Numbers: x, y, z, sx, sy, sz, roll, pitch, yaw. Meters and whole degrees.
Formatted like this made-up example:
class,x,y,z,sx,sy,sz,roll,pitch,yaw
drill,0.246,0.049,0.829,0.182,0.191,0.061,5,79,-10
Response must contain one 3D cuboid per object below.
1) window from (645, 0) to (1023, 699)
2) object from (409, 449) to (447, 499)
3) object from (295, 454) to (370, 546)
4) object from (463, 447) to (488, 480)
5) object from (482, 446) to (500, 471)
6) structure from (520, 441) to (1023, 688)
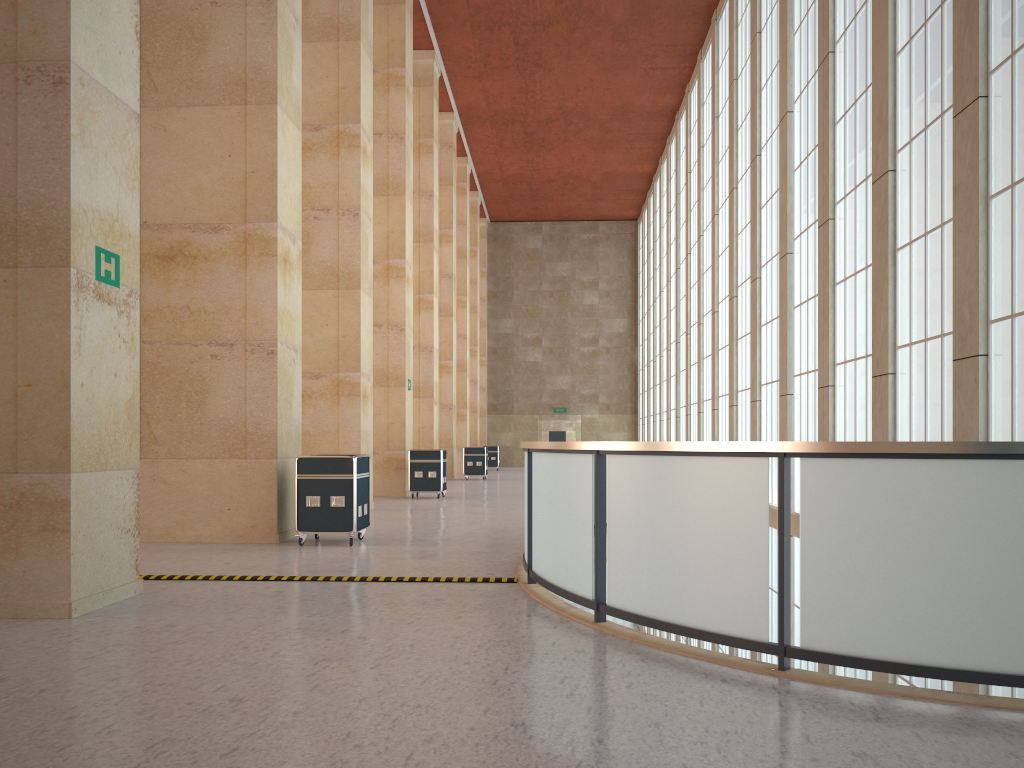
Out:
class,x,y,z,sx,sy,sz,roll,pitch,yaw
window,9.689,3.689,76.892,0.010,28.617,165.167,0,-4,3
object,-2.641,2.825,27.913,1.055,1.541,1.274,0,-2,3
object,-3.128,2.011,15.500,1.055,1.541,1.274,0,-2,3
object,-1.694,3.708,41.384,1.055,1.541,1.274,0,-2,3
object,-1.312,4.567,54.479,1.055,1.541,1.274,0,-2,3
structure,2.680,1.659,11.665,5.244,1.793,13.100,0,-4,-8
